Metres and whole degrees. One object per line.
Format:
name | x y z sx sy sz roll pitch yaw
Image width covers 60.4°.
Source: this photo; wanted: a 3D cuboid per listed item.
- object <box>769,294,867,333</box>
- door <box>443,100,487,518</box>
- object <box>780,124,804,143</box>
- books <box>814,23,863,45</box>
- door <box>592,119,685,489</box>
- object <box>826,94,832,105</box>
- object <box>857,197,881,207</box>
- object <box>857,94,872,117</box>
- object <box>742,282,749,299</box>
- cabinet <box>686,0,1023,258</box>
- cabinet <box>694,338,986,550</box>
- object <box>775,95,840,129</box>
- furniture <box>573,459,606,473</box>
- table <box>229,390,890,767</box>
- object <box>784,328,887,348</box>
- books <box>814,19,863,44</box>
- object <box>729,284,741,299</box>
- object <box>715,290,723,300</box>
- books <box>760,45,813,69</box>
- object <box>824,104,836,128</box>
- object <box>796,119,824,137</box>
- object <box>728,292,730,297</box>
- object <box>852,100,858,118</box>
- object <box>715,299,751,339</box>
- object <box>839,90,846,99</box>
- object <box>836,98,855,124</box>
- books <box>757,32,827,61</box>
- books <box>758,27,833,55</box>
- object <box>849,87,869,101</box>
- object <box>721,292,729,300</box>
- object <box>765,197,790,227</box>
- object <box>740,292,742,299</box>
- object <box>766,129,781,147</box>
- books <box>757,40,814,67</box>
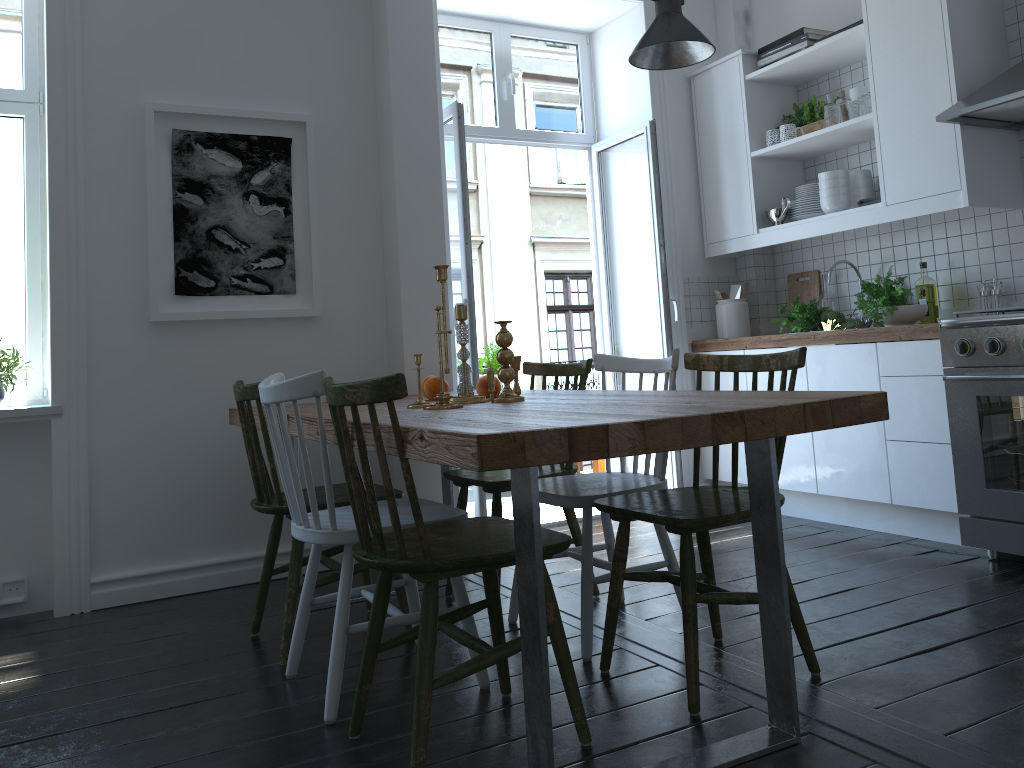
object | 1.470 -0.286 4.204 0.467 0.310 0.283 -4 -2 35
door | -0.321 -0.319 4.316 0.105 2.046 0.579 -1 -5 -22
object | 1.401 -1.252 4.427 0.083 0.101 0.108 -2 -2 -39
books | 1.662 -1.642 4.189 0.261 0.038 0.348 -4 2 -29
door | 0.676 -0.395 4.852 0.105 2.046 0.580 0 -6 -34
object | 1.593 -1.337 4.403 0.060 0.227 0.059 1 -7 -45
object | 1.696 -0.824 4.020 0.277 0.042 0.244 -5 2 -35
object | 1.629 -1.265 4.047 0.085 0.121 0.086 -5 -3 31
object | 1.244 -0.402 4.766 0.130 0.299 0.056 -7 -6 41
cabinet | 1.941 -0.559 3.227 0.781 2.389 3.765 -1 -1 -24
cabinet | 1.863 0.221 3.449 0.730 0.819 3.164 -3 1 -20
object | 1.520 -1.353 4.568 0.164 0.256 0.345 -1 -2 -38
furniture | 0.485 0.459 5.862 0.401 0.377 0.914 -3 0 -28
table | -0.111 0.415 2.660 1.020 0.721 2.213 -3 1 -28
object | 1.546 -0.201 4.202 0.354 0.112 0.369 -4 1 -28
books | 1.668 -1.669 4.197 0.275 0.016 0.339 -4 2 -27
object | 1.203 -0.399 4.784 0.064 0.293 0.140 -7 -5 36
object | 1.152 -0.381 4.796 0.054 0.265 0.149 -7 -5 37
books | 1.492 -1.644 4.515 0.260 0.044 0.349 -4 2 -26
object | 1.519 -1.262 4.171 0.086 0.121 0.085 -3 -3 -5
object | 1.560 -1.266 4.495 0.153 0.104 0.390 -3 1 -28
object | 1.226 -0.380 4.801 0.033 0.252 0.117 -1 -5 -28
object | 1.625 -1.268 4.133 0.085 0.121 0.086 -5 -3 31
object | 1.198 -0.352 4.773 0.174 0.210 0.172 -2 -3 -24
object | 1.655 -1.344 4.380 0.056 0.236 0.055 -1 -5 -25
object | 1.546 -1.261 4.089 0.086 0.121 0.085 -3 -3 -5
books | 1.490 -1.713 4.523 0.288 0.031 0.349 -4 2 -28
books | 1.478 -1.747 4.534 0.259 0.038 0.323 -4 2 -26
object | 1.697 -1.326 4.284 0.085 0.224 0.084 -2 -5 -21
object | 1.176 -0.378 4.801 0.061 0.254 0.116 -4 -4 2
object | 1.349 -0.863 4.451 0.102 0.136 0.208 -3 -1 -16
object | 1.244 -0.380 4.772 0.050 0.249 0.114 -6 -5 27
object | 1.357 -1.253 4.543 0.082 0.101 0.108 -5 -2 31
books | 1.476 -1.681 4.524 0.260 0.031 0.326 -4 2 -30
